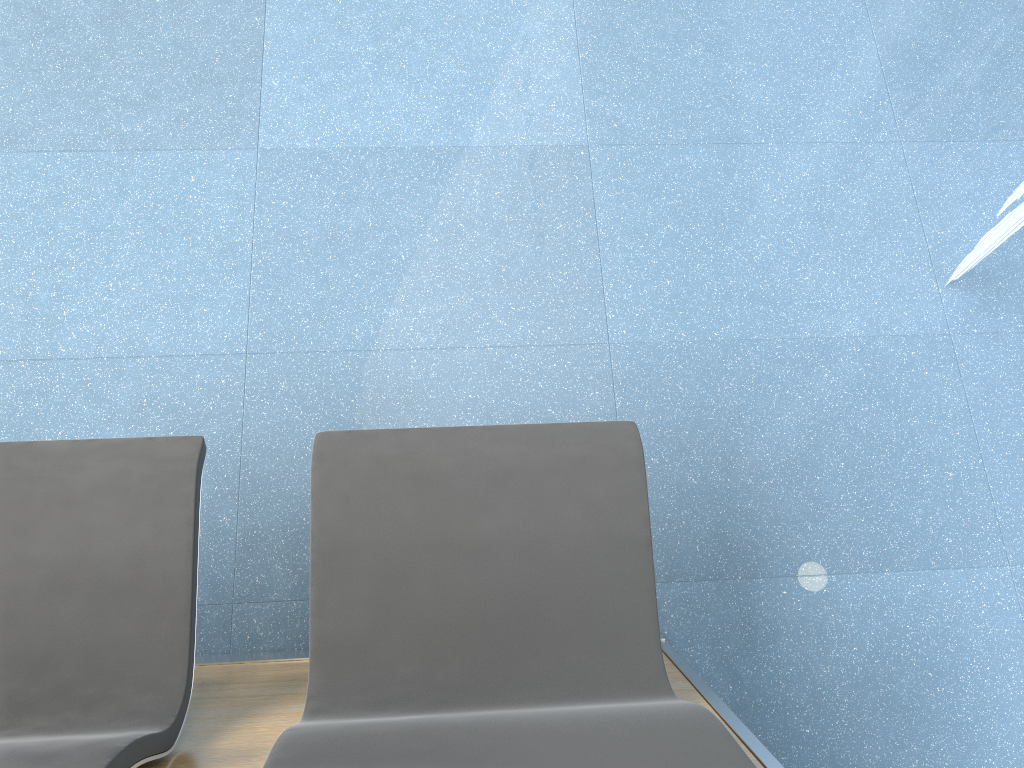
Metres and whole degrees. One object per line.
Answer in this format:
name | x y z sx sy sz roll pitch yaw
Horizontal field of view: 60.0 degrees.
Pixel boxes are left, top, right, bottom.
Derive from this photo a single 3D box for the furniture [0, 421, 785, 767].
furniture | -0.819 0.670 1.000 2.281 0.896 1.301 -2 69 -4
